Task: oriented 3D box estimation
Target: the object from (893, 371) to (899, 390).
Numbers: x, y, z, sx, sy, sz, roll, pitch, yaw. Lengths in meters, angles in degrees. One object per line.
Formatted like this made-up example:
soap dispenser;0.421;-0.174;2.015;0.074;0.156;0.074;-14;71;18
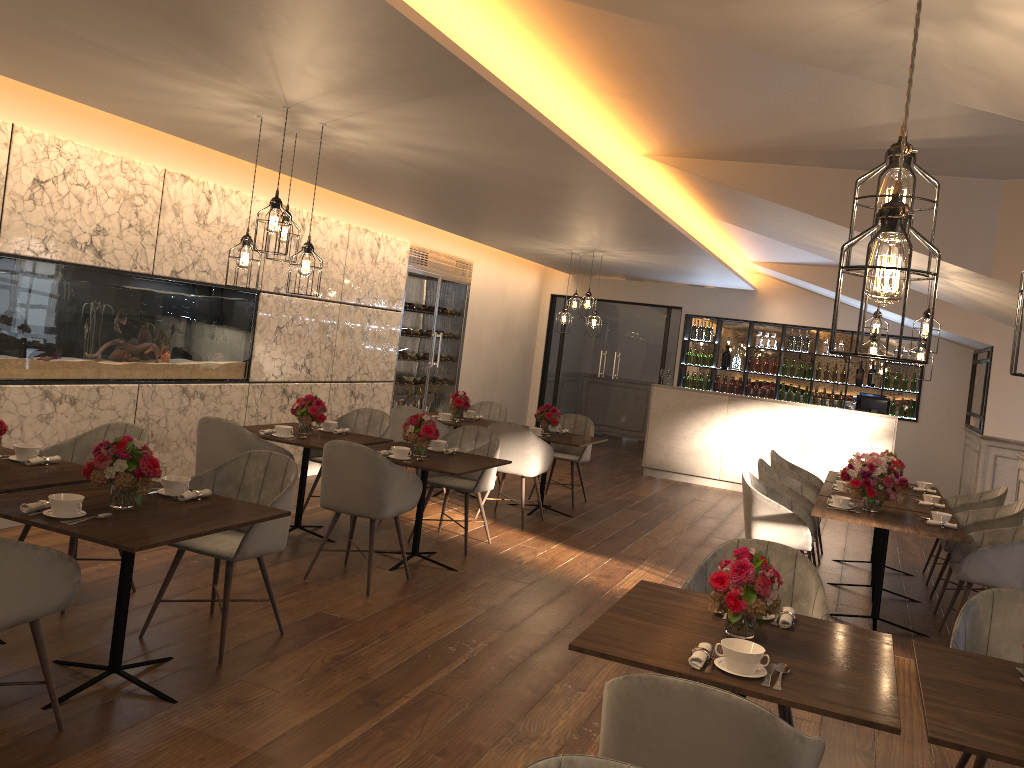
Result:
object;5.298;-0.047;12.199;0.065;0.261;0.066;7;0;0

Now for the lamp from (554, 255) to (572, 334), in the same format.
lamp;0.706;-1.619;10.241;0.175;2.071;0.174;7;0;23

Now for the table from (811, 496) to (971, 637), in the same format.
table;2.408;1.221;5.786;0.898;0.721;0.895;8;2;22

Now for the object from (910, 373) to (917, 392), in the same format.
object;5.502;-0.018;12.116;0.065;0.261;0.066;7;0;0

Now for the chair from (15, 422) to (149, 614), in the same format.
chair;-2.241;0.648;4.606;0.566;0.872;0.525;7;1;22

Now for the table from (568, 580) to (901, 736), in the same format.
table;0.702;1.175;2.834;0.898;0.721;0.895;8;2;22

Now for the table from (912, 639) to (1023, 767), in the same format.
table;1.585;1.300;2.472;0.898;0.721;0.895;8;2;22

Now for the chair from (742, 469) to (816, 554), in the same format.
chair;1.785;1.058;6.003;0.527;0.872;0.564;7;1;22

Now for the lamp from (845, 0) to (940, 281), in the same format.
lamp;0.959;-1.270;1.980;0.175;2.071;0.174;7;0;23

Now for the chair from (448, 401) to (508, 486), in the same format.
chair;-0.356;0.623;9.290;0.566;0.872;0.525;7;1;22

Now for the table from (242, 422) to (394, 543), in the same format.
table;-1.504;0.719;6.358;0.898;0.721;0.895;8;2;22

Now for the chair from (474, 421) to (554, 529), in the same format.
chair;0.017;0.753;7.705;0.566;0.872;0.525;7;1;22

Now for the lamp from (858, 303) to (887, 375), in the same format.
lamp;2.772;-1.102;6.541;0.175;2.071;0.174;7;0;23

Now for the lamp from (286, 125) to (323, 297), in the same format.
lamp;-1.058;-1.530;4.996;0.175;2.071;0.174;7;0;23

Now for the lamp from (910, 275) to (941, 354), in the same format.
lamp;3.019;-1.251;6.232;0.175;2.071;0.174;7;0;23

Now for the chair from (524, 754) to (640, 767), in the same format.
chair;0.059;1.103;1.316;0.566;0.872;0.525;7;1;22

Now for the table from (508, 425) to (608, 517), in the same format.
table;0.303;0.832;8.293;0.898;0.721;0.895;8;2;22

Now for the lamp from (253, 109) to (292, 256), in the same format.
lamp;-1.158;-1.721;4.693;0.175;2.071;0.174;7;0;23

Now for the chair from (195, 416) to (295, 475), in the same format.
chair;-1.789;0.640;5.770;0.566;0.872;0.525;7;1;22

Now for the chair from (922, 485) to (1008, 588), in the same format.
chair;3.715;1.223;7.261;0.527;0.872;0.564;7;1;22

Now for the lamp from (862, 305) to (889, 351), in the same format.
lamp;2.918;-1.296;6.846;0.175;2.071;0.174;7;0;23

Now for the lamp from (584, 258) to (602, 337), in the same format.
lamp;1.052;-1.577;10.236;0.175;2.071;0.174;7;0;23

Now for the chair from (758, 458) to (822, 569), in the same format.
chair;2.136;1.053;6.873;0.527;0.872;0.564;7;1;22

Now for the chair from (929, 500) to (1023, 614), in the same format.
chair;3.364;1.227;6.391;0.527;0.872;0.564;7;1;22

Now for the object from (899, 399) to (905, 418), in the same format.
object;5.357;0.328;12.156;0.065;0.261;0.066;7;0;0

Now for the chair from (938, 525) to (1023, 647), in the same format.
chair;3.014;1.232;5.520;0.527;0.872;0.564;7;1;22

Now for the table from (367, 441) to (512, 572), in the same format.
table;-0.621;0.845;5.997;0.898;0.721;0.895;8;2;22

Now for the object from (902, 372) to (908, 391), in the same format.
object;5.400;-0.032;12.158;0.065;0.261;0.066;7;0;0

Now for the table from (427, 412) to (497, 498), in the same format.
table;-0.580;0.707;8.654;0.898;0.721;0.895;8;2;22

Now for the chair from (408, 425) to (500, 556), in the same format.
chair;-0.397;0.761;6.634;0.566;0.872;0.525;7;1;22

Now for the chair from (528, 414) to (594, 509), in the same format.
chair;0.527;0.749;8.930;0.566;0.872;0.525;7;1;22

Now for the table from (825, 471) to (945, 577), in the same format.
table;3.109;1.212;7.526;0.898;0.721;0.895;8;2;22

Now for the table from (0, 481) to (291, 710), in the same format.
table;-1.583;0.858;3.609;0.898;0.721;0.895;8;2;22

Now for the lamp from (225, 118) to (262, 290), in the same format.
lamp;-1.405;-1.572;5.001;0.175;2.071;0.174;7;0;23

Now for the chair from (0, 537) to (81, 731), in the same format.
chair;-1.868;0.779;3.020;0.566;0.872;0.525;7;1;22

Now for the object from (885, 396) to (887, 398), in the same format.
object;5.153;0.298;12.239;0.065;0.263;0.066;7;0;0

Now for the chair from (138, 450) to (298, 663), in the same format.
chair;-1.359;0.774;4.245;0.566;0.872;0.525;7;1;22

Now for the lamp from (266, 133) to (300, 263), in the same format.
lamp;-1.259;-1.766;5.306;0.175;2.071;0.174;7;0;23

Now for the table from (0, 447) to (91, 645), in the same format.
table;-2.466;0.732;3.969;0.898;0.721;0.895;8;2;22

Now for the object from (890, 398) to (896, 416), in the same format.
object;5.255;0.313;12.198;0.065;0.261;0.066;7;0;0

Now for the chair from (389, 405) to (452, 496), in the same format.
chair;-0.865;0.628;8.066;0.566;0.872;0.525;7;1;22

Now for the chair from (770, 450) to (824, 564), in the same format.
chair;2.486;1.049;7.744;0.527;0.872;0.564;7;1;22

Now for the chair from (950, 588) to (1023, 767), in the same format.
chair;1.809;1.217;3.109;0.566;0.872;0.525;7;1;22

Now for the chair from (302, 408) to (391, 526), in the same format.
chair;-1.280;0.635;6.995;0.566;0.872;0.525;7;1;22

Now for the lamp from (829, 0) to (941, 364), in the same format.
lamp;0.814;-1.076;1.674;0.175;2.071;0.174;7;0;23

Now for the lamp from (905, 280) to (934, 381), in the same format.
lamp;3.118;-1.060;6.536;0.175;2.071;0.174;7;0;23

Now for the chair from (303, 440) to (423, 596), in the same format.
chair;-0.907;0.766;5.409;0.566;0.872;0.525;7;1;22

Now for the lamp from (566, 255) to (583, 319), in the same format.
lamp;0.852;-1.813;10.546;0.175;2.071;0.174;7;0;23

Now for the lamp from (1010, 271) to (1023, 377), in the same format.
lamp;1.160;-1.034;1.669;0.175;2.071;0.174;7;0;23

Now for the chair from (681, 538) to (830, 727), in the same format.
chair;0.926;1.091;3.470;0.566;0.872;0.525;7;1;22

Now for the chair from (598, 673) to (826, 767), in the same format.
chair;0.460;1.102;2.227;0.566;0.872;0.525;7;1;22

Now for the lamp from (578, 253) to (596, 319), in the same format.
lamp;0.953;-1.767;9.932;0.175;2.071;0.174;7;0;23

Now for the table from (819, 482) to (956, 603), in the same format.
table;2.759;1.216;6.656;0.898;0.721;0.895;8;2;22
